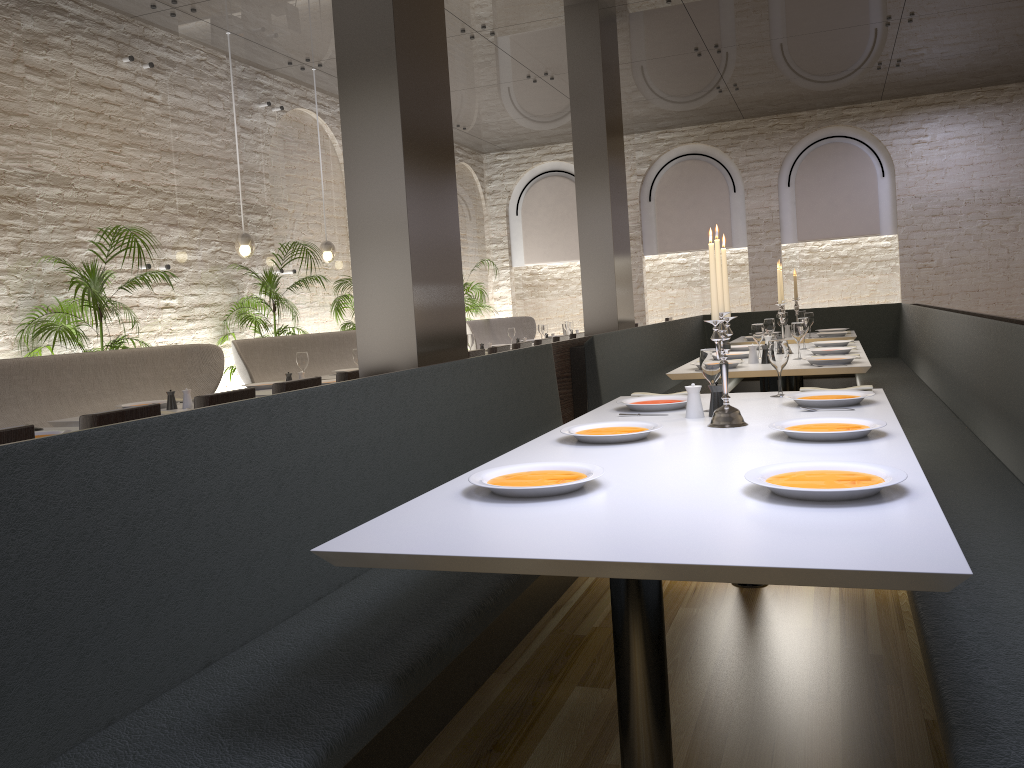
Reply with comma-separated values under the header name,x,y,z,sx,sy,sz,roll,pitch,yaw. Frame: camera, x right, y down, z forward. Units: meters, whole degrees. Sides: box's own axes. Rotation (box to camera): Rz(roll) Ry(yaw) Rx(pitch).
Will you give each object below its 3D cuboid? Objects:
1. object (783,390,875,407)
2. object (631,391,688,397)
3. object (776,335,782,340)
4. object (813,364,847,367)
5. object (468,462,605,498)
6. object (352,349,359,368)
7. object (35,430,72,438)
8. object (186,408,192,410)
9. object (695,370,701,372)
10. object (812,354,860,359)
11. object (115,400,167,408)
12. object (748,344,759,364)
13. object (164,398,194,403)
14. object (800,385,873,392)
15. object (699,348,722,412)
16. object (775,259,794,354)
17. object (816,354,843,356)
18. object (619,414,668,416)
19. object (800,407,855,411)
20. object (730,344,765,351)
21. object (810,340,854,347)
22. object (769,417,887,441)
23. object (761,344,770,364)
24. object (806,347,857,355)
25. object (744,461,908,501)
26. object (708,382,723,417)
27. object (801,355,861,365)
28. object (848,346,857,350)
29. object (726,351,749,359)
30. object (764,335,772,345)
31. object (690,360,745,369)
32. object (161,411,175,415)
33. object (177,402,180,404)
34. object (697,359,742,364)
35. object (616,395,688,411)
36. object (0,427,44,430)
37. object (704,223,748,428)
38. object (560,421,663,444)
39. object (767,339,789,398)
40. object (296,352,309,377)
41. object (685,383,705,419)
name,x,y,z,sx,sy,sz,roll,pitch,yaw
object,1.166,0.058,3.264,0.321,0.036,0.322,0,6,40
object,0.660,0.048,3.805,0.272,0.033,0.143,-2,5,20
object,1.947,-0.295,6.432,0.068,0.126,0.069,-3,3,14
object,1.749,-0.105,4.877,0.181,0.015,0.038,-2,5,22
object,0.059,0.228,2.075,0.321,0.036,0.322,-4,5,-4
object,-1.062,-0.131,6.167,0.086,0.230,0.086,-5,3,-28
object,-2.019,0.233,3.710,0.322,0.036,0.322,-4,5,-2
object,-1.659,0.134,4.714,0.181,0.015,0.038,-2,5,22
object,1.142,-0.078,5.076,0.185,0.010,0.017,-2,4,20
object,1.962,-0.160,5.372,0.272,0.033,0.143,-2,5,20
object,-2.095,0.127,5.070,0.322,0.036,0.322,-4,5,-2
object,1.483,-0.184,5.449,0.068,0.126,0.069,-1,4,43
object,-1.962,0.099,5.385,0.272,0.033,0.143,-2,5,20
object,1.305,0.024,3.569,0.272,0.033,0.143,-2,5,20
object,0.740,-0.014,3.272,0.086,0.230,0.087,-2,3,32
object,1.856,-0.534,6.104,0.131,0.656,0.391,-2,3,31
object,2.030,-0.187,5.649,0.181,0.015,0.038,-2,5,22
object,0.486,0.112,3.273,0.185,0.010,0.017,-2,4,20
object,1.093,0.086,3.074,0.181,0.015,0.038,-2,5,22
object,1.796,-0.277,6.850,0.321,0.036,0.322,-2,5,16
object,2.391,-0.299,6.630,0.321,0.036,0.322,-2,5,16
object,0.906,0.133,2.551,0.321,0.036,0.322,-4,5,-4
object,1.543,-0.182,5.375,0.069,0.126,0.069,-6,4,-38
object,2.100,-0.214,5.832,0.321,0.036,0.322,0,6,40
object,0.653,0.207,1.855,0.321,0.036,0.322,-4,5,-4
object,0.724,0.056,3.126,0.068,0.126,0.069,-3,3,14
object,1.818,-0.132,5.056,0.321,0.036,0.322,-4,5,-4
object,2.243,-0.242,6.144,0.272,0.033,0.143,-2,5,20
object,1.506,-0.193,6.052,0.321,0.036,0.322,0,6,40
object,1.871,-0.293,6.463,0.068,0.126,0.069,-3,3,14
object,1.224,-0.111,5.276,0.321,0.036,0.322,-2,5,18
object,-1.716,0.151,4.547,0.272,0.033,0.143,-2,5,20
object,-2.038,0.117,5.238,0.181,0.015,0.038,-2,5,22
object,1.317,-0.137,5.609,0.272,0.033,0.143,-2,5,20
object,0.572,0.079,3.485,0.321,0.036,0.322,0,6,40
object,-2.389,0.223,4.211,0.272,0.033,0.143,-2,5,20
object,0.680,-0.192,2.872,0.131,0.656,0.391,-2,3,31
object,0.312,0.154,2.771,0.321,0.036,0.322,-4,5,-4
object,1.085,-0.064,3.599,0.086,0.230,0.087,-2,3,32
object,-1.462,-0.107,6.203,0.086,0.230,0.086,-5,3,-28
object,0.643,0.061,3.130,0.068,0.126,0.069,-3,3,14
